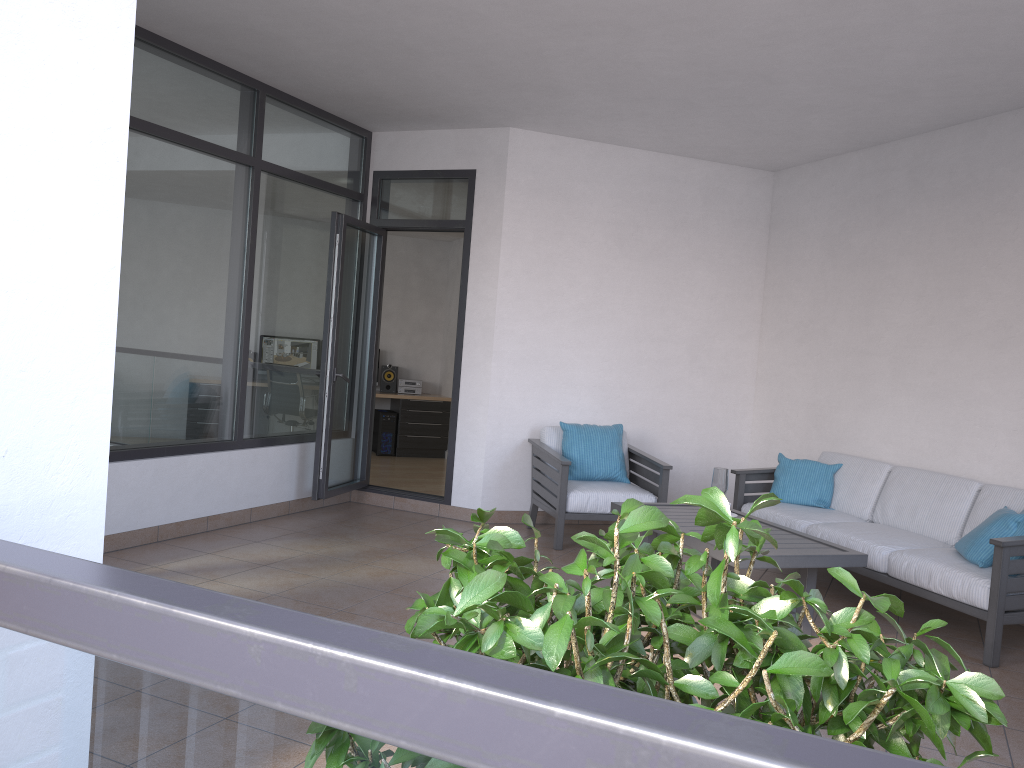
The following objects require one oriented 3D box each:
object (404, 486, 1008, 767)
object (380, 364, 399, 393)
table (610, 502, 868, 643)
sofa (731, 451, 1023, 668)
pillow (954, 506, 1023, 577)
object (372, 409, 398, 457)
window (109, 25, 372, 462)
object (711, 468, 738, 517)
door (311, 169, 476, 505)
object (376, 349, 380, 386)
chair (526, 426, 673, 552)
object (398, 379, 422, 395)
[{"bbox_3d":[0.120,0.734,0.970,0.681,1.264,0.691,6,3,28],"label":"object"},{"bbox_3d":[-1.520,-0.074,10.994,0.198,0.354,0.249,4,2,-5],"label":"object"},{"bbox_3d":[1.096,0.970,4.614,0.710,0.473,1.260,4,2,-20],"label":"table"},{"bbox_3d":[2.233,0.889,5.217,0.807,0.765,2.161,4,2,-20],"label":"sofa"},{"bbox_3d":[2.474,0.767,4.488,0.377,0.370,0.543,5,2,20],"label":"pillow"},{"bbox_3d":[-1.568,0.593,10.834,0.215,0.527,0.474,4,2,-20],"label":"object"},{"bbox_3d":[-2.304,-0.768,4.724,0.170,2.402,5.002,5,2,25],"label":"window"},{"bbox_3d":[1.121,0.589,4.846,0.203,0.284,0.337,6,3,30],"label":"object"},{"bbox_3d":[-0.891,-0.376,6.505,0.905,2.500,0.924,5,2,25],"label":"door"},{"bbox_3d":[-1.993,-0.197,10.854,0.716,0.535,0.190,4,2,-15],"label":"object"},{"bbox_3d":[0.586,0.718,6.298,0.797,0.765,0.807,4,2,-15],"label":"chair"},{"bbox_3d":[-1.264,0.034,11.031,0.285,0.174,0.270,4,2,-5],"label":"object"}]
